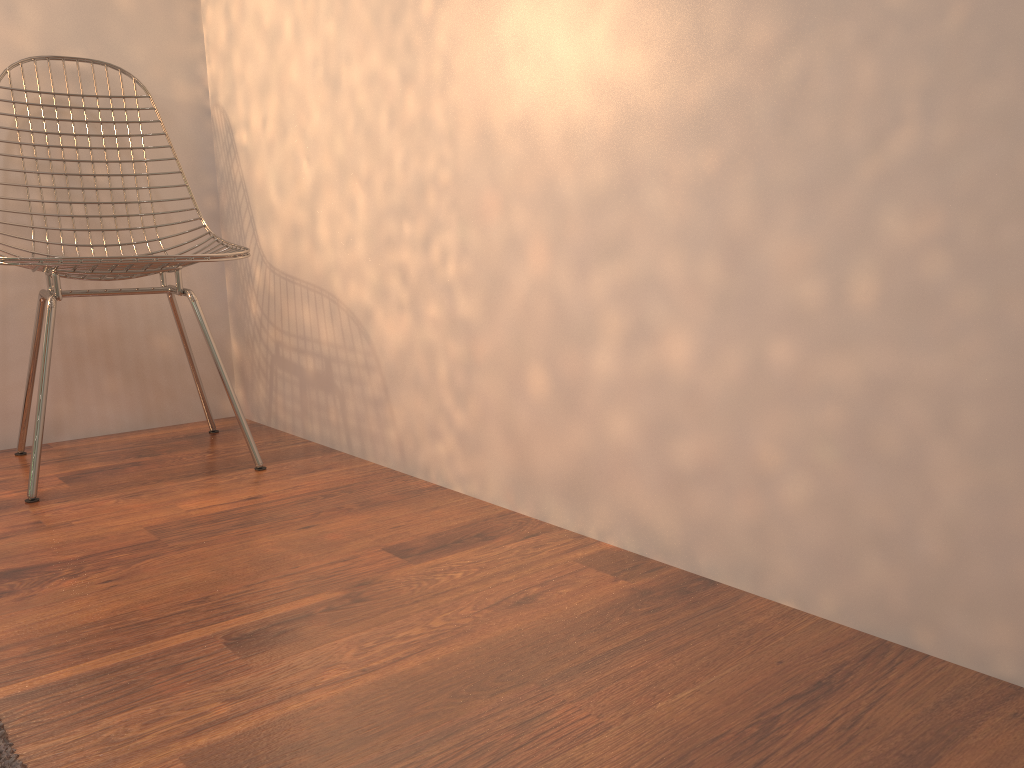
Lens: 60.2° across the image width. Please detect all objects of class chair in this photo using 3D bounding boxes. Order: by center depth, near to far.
[{"bbox_3d":[-0.878,-0.271,1.927,0.538,0.922,0.553,-8,16,-30],"label":"chair"}]

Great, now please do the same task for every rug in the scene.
[{"bbox_3d":[-1.443,0.460,0.403,2.045,0.009,1.269,-9,13,-40],"label":"rug"}]
